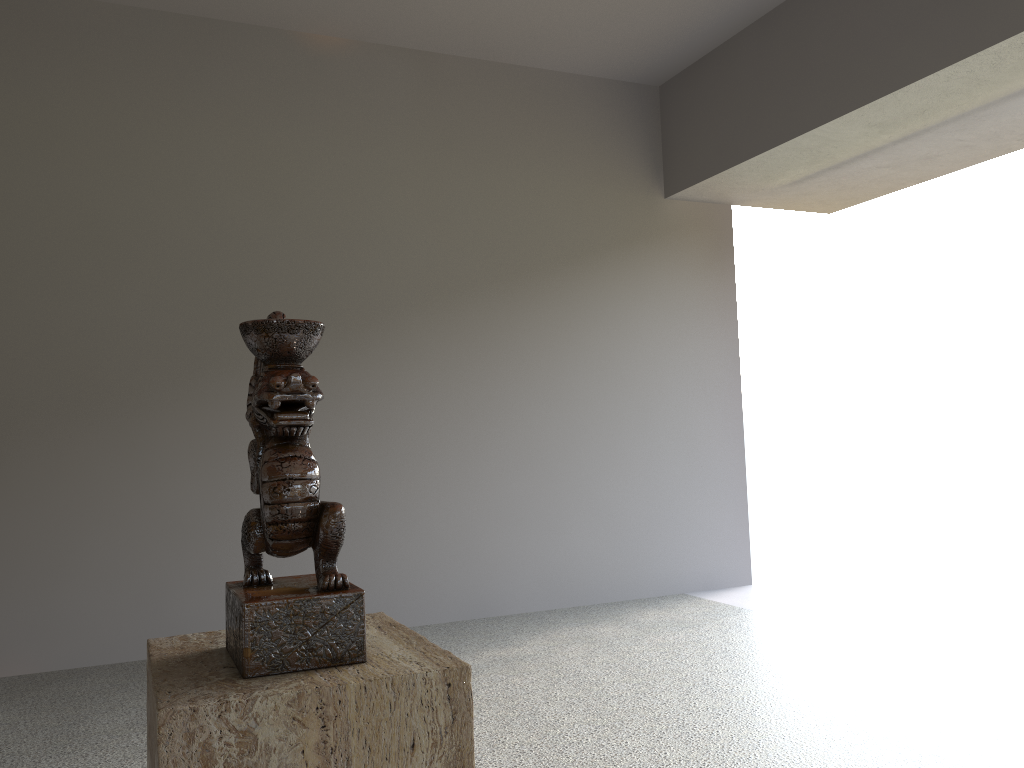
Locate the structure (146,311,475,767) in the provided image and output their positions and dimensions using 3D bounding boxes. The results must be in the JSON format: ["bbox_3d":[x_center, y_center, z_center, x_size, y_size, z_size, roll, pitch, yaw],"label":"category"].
[{"bbox_3d":[-0.232,0.451,0.957,0.292,1.075,0.328,0,-4,-24],"label":"structure"}]
